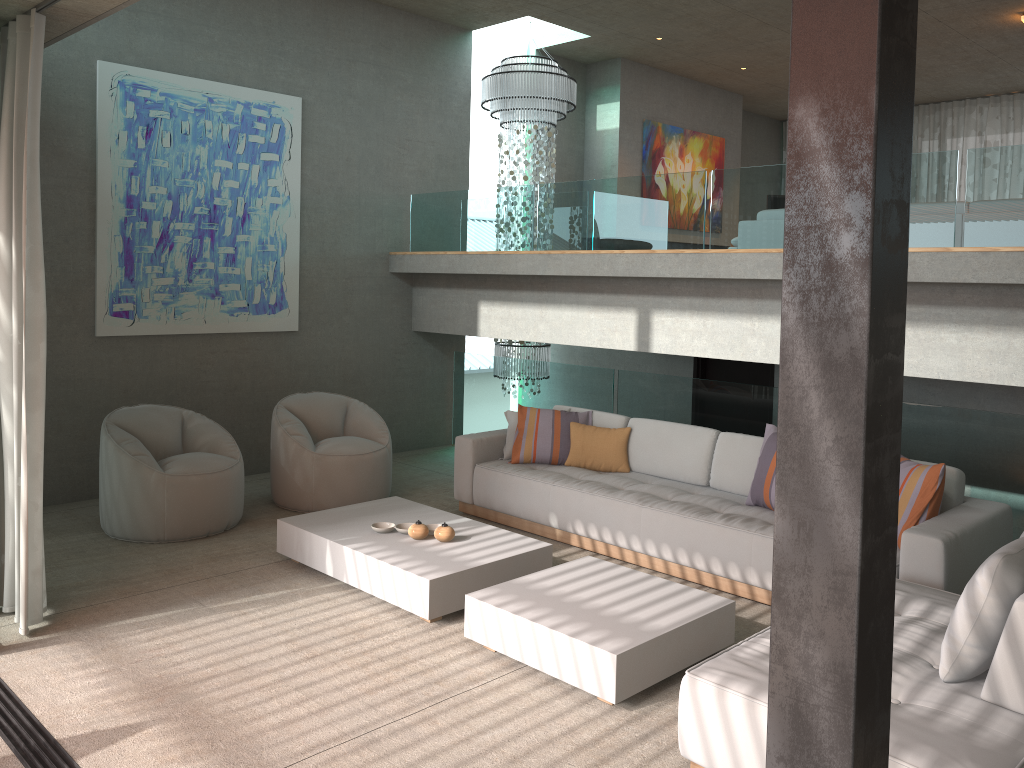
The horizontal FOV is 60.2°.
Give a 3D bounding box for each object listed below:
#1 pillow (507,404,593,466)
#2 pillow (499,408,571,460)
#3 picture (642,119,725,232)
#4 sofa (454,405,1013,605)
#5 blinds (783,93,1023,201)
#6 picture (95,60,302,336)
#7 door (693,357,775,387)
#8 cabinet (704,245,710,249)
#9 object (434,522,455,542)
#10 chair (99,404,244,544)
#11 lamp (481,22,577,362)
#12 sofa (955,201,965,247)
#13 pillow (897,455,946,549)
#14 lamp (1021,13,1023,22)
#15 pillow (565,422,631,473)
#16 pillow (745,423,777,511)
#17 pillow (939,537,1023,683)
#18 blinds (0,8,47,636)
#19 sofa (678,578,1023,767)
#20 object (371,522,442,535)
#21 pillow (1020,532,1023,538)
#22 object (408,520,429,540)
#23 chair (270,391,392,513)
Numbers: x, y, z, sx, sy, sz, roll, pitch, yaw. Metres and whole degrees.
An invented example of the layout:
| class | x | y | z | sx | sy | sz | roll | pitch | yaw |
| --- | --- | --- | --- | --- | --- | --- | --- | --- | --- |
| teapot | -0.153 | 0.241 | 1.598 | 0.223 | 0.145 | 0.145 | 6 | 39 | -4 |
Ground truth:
| class | x | y | z | sx | sy | sz | roll | pitch | yaw |
| --- | --- | --- | --- | --- | --- | --- | --- | --- | --- |
| pillow | 0.289 | 0.382 | 6.506 | 0.655 | 0.441 | 0.342 | 1 | 4 | -2 |
| pillow | 0.195 | 0.402 | 6.681 | 0.618 | 0.419 | 0.313 | 1 | 4 | -8 |
| picture | 2.171 | -2.564 | 11.086 | 0.030 | 1.245 | 1.754 | 3 | 5 | 45 |
| sofa | 1.145 | 0.698 | 5.669 | 1.051 | 0.750 | 3.472 | -4 | 8 | -45 |
| blinds | 5.513 | -2.537 | 12.458 | 3.862 | 2.719 | 0.223 | 6 | 5 | 45 |
| picture | -2.487 | -1.436 | 7.192 | 0.030 | 2.042 | 1.722 | 3 | 4 | 45 |
| door | 2.223 | 1.005 | 0.352 | 5.778 | 4.455 | 15.397 | 3 | 7 | 17 |
| cabinet | 1.921 | -1.588 | 11.347 | 0.416 | 0.452 | 2.475 | 5 | 8 | 45 |
| object | -0.380 | 0.833 | 4.984 | 0.119 | 0.105 | 0.120 | 0 | 5 | -11 |
| chair | -2.309 | 0.572 | 6.037 | 0.923 | 0.785 | 0.924 | -3 | 6 | -41 |
| lamp | 0.146 | -1.828 | 9.320 | 1.001 | 3.927 | 1.001 | 2 | 3 | 25 |
| sofa | 3.402 | -1.040 | 7.306 | 0.976 | 0.861 | 3.259 | -3 | 8 | -45 |
| pillow | 2.093 | 0.589 | 4.767 | 0.279 | 0.502 | 0.701 | 1 | 5 | -2 |
| lamp | 4.910 | -3.376 | 8.150 | 0.301 | 0.091 | 0.301 | -5 | 9 | -45 |
| pillow | 0.619 | 0.456 | 6.349 | 0.463 | 0.323 | 0.227 | 2 | 4 | 8 |
| pillow | 1.643 | 0.540 | 5.195 | 0.311 | 0.492 | 0.741 | 0 | 5 | -22 |
| pillow | 1.706 | 0.784 | 3.115 | 0.493 | 0.481 | 0.267 | -3 | 5 | -45 |
| blinds | -3.047 | -0.402 | 4.984 | 2.433 | 2.914 | 0.223 | 5 | 4 | 45 |
| sofa | 1.485 | 1.002 | 3.252 | 1.016 | 0.730 | 1.599 | 6 | 8 | 45 |
| object | -0.600 | 0.844 | 5.134 | 0.437 | 0.039 | 0.155 | 1 | 6 | 1 |
| pillow | 2.048 | 0.741 | 3.454 | 0.493 | 0.496 | 0.239 | -3 | 5 | -45 |
| object | -0.531 | 0.825 | 5.018 | 0.119 | 0.105 | 0.120 | -3 | 6 | -41 |
| chair | -1.388 | 0.500 | 6.828 | 0.922 | 0.785 | 0.925 | 0 | 5 | -21 |
